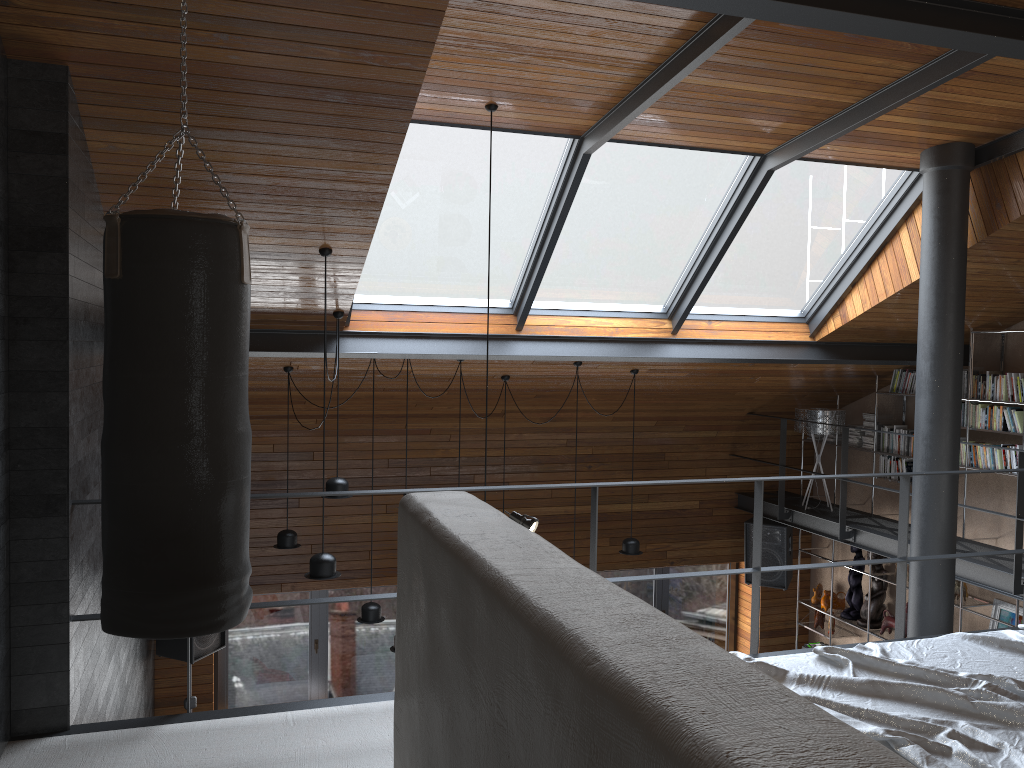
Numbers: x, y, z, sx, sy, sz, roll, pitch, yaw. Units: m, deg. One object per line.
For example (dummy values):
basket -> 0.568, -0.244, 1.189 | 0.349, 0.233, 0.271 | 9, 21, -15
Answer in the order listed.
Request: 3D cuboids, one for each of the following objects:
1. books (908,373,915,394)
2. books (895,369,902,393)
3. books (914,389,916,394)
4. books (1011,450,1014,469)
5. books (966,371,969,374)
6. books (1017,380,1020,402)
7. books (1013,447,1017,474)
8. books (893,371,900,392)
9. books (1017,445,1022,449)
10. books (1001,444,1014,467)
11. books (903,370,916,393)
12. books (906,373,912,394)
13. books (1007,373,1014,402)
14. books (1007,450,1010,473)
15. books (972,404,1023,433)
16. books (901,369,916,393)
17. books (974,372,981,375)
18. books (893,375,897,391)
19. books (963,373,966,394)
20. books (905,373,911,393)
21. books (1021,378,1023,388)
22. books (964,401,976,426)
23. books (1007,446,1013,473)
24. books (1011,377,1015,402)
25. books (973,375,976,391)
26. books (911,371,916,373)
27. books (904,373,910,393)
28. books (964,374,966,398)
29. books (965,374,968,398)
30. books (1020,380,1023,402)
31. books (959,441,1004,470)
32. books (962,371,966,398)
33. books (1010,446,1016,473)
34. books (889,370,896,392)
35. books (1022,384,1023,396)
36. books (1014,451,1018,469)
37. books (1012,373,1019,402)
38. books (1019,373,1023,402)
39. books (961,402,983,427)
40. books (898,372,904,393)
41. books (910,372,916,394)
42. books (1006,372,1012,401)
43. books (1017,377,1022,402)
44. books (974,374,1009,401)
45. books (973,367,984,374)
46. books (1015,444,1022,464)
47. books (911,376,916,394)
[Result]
books -> 3.781, -0.005, 8.300 | 0.127, 0.197, 0.063 | 0, 2, -18
books -> 3.750, -0.028, 8.479 | 0.148, 0.229, 0.073 | 0, 2, -18
books -> 3.800, -0.001, 8.221 | 0.111, 0.194, 0.059 | 0, 2, -18
books -> 4.137, 0.631, 7.235 | 0.120, 0.188, 0.048 | 0, 2, -18
books -> 3.994, 0.006, 7.708 | 0.129, 0.231, 0.010 | 0, 2, -18
books -> 4.149, 0.055, 7.180 | 0.131, 0.180, 0.042 | 0, 2, -18
books -> 4.139, 0.617, 7.206 | 0.137, 0.216, 0.049 | 0, 2, -18
books -> 3.737, -0.022, 8.492 | 0.149, 0.202, 0.067 | 0, 2, -18
books -> 4.141, 0.609, 7.141 | 0.148, 0.233, 0.053 | 0, 2, -18
books -> 4.102, 0.607, 7.324 | 0.117, 0.220, 0.054 | 0, 2, -18
books -> 3.775, -0.022, 8.371 | 0.129, 0.226, 0.069 | 0, 2, -18
books -> 3.770, -0.006, 8.308 | 0.127, 0.197, 0.063 | 0, 2, -18
books -> 4.113, 0.026, 7.235 | 0.148, 0.233, 0.053 | 0, 2, -18
books -> 4.120, 0.625, 7.272 | 0.126, 0.197, 0.047 | 0, 2, -18
books -> 4.074, 0.283, 7.356 | 0.139, 0.208, 0.494 | 0, 2, -18
books -> 3.767, -0.027, 8.384 | 0.143, 0.233, 0.081 | 0, 2, -18
books -> 3.998, 0.008, 7.638 | 0.129, 0.231, 0.010 | 0, 2, -18
books -> 3.726, -0.011, 8.505 | 0.131, 0.178, 0.057 | 0, 2, -18
books -> 3.998, 0.014, 7.733 | 0.136, 0.213, 0.014 | 0, 2, -18
books -> 3.781, -0.007, 8.335 | 0.139, 0.199, 0.074 | 0, 2, -18
books -> 4.223, 0.058, 6.901 | 0.139, 0.206, 0.497 | 0, 2, -18
books -> 3.997, 0.259, 7.710 | 0.143, 0.218, 0.020 | 0, 2, -18
books -> 4.122, 0.616, 7.259 | 0.133, 0.218, 0.051 | 0, 2, -18
books -> 4.135, 0.044, 7.220 | 0.139, 0.201, 0.057 | 0, 2, -18
books -> 4.017, 0.024, 7.615 | 0.129, 0.203, 0.021 | 0, 2, -18
books -> 3.801, -0.015, 8.326 | 0.177, 0.214, 0.064 | 0, 2, -18
books -> 3.768, -0.007, 8.351 | 0.127, 0.197, 0.063 | 0, 2, -18
books -> 3.982, 0.019, 7.695 | 0.130, 0.208, 0.010 | 0, 2, -18
books -> 3.993, 0.020, 7.684 | 0.148, 0.206, 0.018 | 0, 2, -18
books -> 4.158, 0.057, 7.145 | 0.131, 0.180, 0.042 | 0, 2, -18
books -> 4.014, 0.607, 7.534 | 0.139, 0.211, 0.467 | 0, 2, -18
books -> 3.984, 0.003, 7.743 | 0.148, 0.234, 0.013 | 0, 2, -18
books -> 4.138, 0.616, 7.251 | 0.137, 0.216, 0.049 | 0, 2, -18
books -> 3.718, -0.031, 8.539 | 0.148, 0.229, 0.073 | 0, 2, -18
books -> 4.171, 0.047, 7.136 | 0.137, 0.201, 0.047 | 0, 2, -18
books -> 4.142, 0.629, 7.191 | 0.138, 0.191, 0.049 | 0, 2, -18
books -> 4.129, 0.028, 7.189 | 0.148, 0.233, 0.053 | 0, 2, -18
books -> 4.169, 0.030, 7.166 | 0.148, 0.233, 0.053 | 0, 2, -18
books -> 4.086, 0.278, 7.384 | 0.138, 0.212, 1.040 | 0, 2, -18
books -> 3.748, -0.012, 8.426 | 0.130, 0.202, 0.063 | 0, 2, -18
books -> 3.794, -0.006, 8.273 | 0.125, 0.204, 0.072 | 0, 2, -18
books -> 4.121, 0.024, 7.270 | 0.143, 0.236, 0.062 | 0, 2, -18
books -> 4.158, 0.044, 7.173 | 0.149, 0.205, 0.049 | 0, 2, -18
books -> 4.025, 0.022, 7.532 | 0.131, 0.216, 0.509 | 0, 2, -18
books -> 4.011, -0.010, 7.658 | 0.143, 0.268, 0.020 | 0, 2, -18
books -> 4.149, 0.607, 7.176 | 0.143, 0.236, 0.062 | 0, 2, -18
books -> 3.811, -0.014, 8.255 | 0.161, 0.220, 0.074 | 0, 2, -18
